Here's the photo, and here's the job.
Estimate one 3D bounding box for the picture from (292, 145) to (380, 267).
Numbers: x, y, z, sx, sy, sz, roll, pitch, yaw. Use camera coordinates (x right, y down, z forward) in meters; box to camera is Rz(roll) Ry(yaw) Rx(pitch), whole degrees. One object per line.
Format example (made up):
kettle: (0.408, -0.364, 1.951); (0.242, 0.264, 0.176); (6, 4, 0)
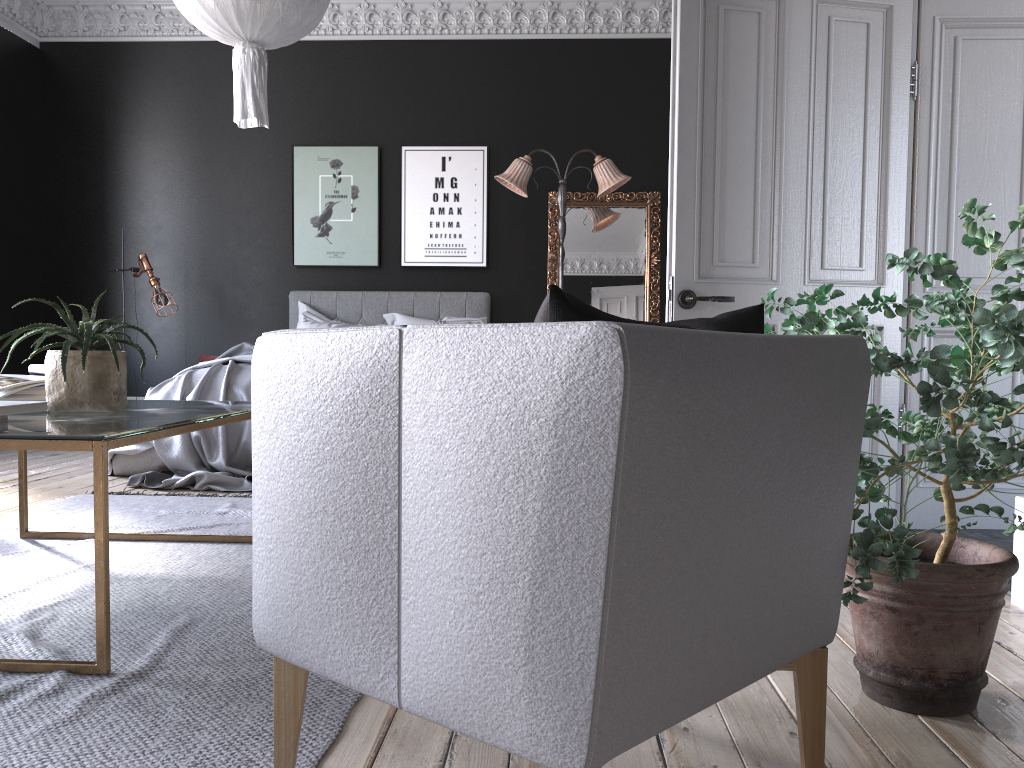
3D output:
picture: (-1.572, -1.586, 7.907); (0.791, 1.079, 0.014); (1, 3, 3)

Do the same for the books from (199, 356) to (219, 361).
books: (-2.420, -0.216, 7.503); (0.346, 0.045, 0.275); (2, 2, 33)

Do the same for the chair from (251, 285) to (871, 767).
chair: (0.102, 0.283, 1.531); (0.769, 0.863, 0.818); (3, 4, 43)

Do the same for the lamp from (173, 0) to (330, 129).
lamp: (-1.262, -2.272, 4.254); (0.783, 2.051, 0.782); (-2, 4, -44)

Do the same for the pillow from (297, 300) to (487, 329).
pillow: (-1.148, -0.346, 7.509); (1.830, 0.760, 0.679); (1, 3, 3)

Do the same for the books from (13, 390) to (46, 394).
books: (-1.692, 0.022, 3.079); (0.252, 0.011, 0.318); (0, 2, -26)

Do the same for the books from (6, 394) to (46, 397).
books: (-1.693, 0.032, 3.096); (0.252, 0.011, 0.318); (0, 2, -16)

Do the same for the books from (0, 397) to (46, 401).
books: (-1.686, 0.044, 3.053); (0.252, 0.011, 0.318); (-1, 2, -31)

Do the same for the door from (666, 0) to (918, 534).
door: (1.170, -0.542, 3.673); (1.098, 2.376, 0.216); (0, 3, -10)

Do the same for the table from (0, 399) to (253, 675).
table: (-1.450, 0.366, 2.794); (1.092, 0.559, 1.447); (1, 2, 3)

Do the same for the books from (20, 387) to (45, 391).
books: (-1.684, 0.011, 3.096); (0.252, 0.011, 0.318); (0, 2, -26)

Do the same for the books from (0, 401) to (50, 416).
books: (-1.384, 0.064, 2.283); (0.220, 0.024, 0.307); (1, 2, 3)

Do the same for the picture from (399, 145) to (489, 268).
picture: (-0.604, -1.574, 7.860); (0.791, 1.079, 0.014); (1, 3, 3)

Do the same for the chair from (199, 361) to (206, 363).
chair: (-2.435, 0.142, 7.523); (0.613, 0.673, 0.613); (-2, 4, -43)

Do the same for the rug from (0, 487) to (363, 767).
rug: (-1.300, 0.633, 2.848); (2.105, 0.050, 3.641); (1, 2, 3)

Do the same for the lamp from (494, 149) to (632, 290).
lamp: (0.401, -0.696, 7.244); (0.986, 2.414, 0.772); (3, 4, 35)

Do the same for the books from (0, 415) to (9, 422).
books: (-1.450, 0.090, 2.292); (0.193, 0.030, 0.289); (0, 2, -13)

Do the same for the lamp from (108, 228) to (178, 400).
lamp: (-3.479, -0.436, 7.698); (1.717, 1.781, 0.437); (3, 4, 41)

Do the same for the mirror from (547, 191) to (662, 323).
mirror: (0.799, -0.595, 7.762); (0.991, 2.194, 0.254); (1, 3, 3)

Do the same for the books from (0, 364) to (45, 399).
books: (-1.677, -0.010, 3.023); (0.322, 0.109, 0.273); (2, 3, 38)

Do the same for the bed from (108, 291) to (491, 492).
bed: (-1.263, -0.123, 6.414); (2.765, 1.299, 3.280); (0, 2, -9)
